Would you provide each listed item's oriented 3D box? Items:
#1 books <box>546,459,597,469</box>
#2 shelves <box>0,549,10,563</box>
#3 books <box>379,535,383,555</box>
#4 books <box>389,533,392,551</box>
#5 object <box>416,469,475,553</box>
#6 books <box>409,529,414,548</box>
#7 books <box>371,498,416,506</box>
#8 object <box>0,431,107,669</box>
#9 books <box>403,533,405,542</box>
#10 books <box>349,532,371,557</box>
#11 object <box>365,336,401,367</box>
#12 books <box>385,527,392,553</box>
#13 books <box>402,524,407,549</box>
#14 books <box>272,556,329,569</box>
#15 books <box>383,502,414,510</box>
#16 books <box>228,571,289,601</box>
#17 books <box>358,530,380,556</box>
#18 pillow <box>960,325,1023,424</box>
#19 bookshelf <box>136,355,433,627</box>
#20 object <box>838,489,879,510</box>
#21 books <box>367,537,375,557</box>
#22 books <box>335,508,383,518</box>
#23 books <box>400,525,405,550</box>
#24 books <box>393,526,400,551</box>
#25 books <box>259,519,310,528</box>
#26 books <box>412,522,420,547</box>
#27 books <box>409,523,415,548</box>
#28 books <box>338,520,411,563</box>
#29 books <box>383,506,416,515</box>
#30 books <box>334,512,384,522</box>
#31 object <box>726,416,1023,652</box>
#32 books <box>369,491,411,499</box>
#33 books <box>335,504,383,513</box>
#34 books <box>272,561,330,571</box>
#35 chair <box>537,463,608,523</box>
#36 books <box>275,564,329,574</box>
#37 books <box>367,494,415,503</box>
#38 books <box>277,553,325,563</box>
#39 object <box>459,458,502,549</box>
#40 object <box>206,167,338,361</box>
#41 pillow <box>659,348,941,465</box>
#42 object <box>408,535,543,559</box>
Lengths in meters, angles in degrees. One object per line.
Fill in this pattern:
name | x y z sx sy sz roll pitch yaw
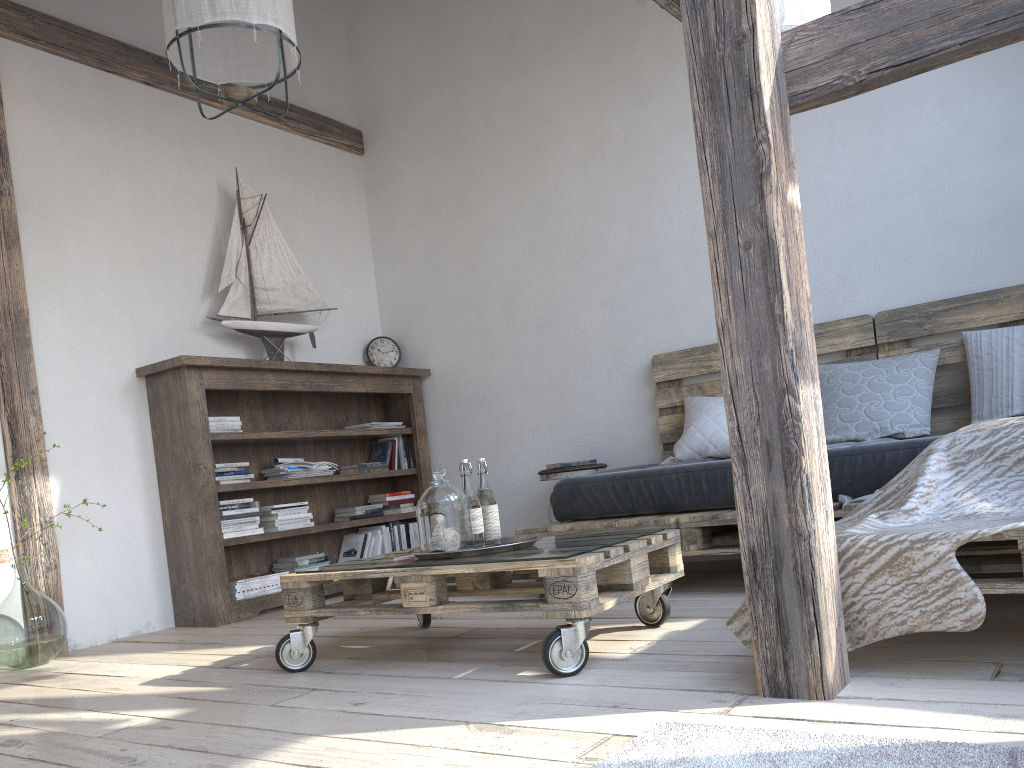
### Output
books | 0.290 0.393 4.311 0.203 0.021 0.151 -4 -7 -26
shelves | -2.328 0.817 2.601 0.333 0.449 1.597 -8 -5 35
books | -0.763 0.917 4.791 0.140 0.183 0.065 -8 -1 35
books | -0.717 0.918 4.858 0.140 0.185 0.018 -8 0 35
object | -0.197 0.367 2.525 0.156 0.247 0.156 -7 -1 3
books | -0.616 0.922 5.002 0.140 0.185 0.018 -8 0 35
books | -0.672 0.670 4.979 0.163 0.026 0.202 -12 -8 42
object | -1.821 0.508 3.400 0.276 1.119 0.513 -6 0 21
books | -0.667 0.906 4.956 0.158 0.220 0.017 -8 0 35
books | -0.842 0.909 4.747 0.158 0.205 0.107 -8 -1 35
object | -0.751 -0.172 5.126 0.204 0.209 0.082 -6 0 -19
books | -0.728 0.901 4.842 0.158 0.220 0.017 -8 0 35
books | -0.660 0.907 4.975 0.159 0.219 0.021 -8 0 35
books | -1.063 0.896 4.427 0.175 0.025 0.220 -10 -7 29
books | -0.680 0.695 4.973 0.206 0.021 0.150 -9 -7 24
books | -1.234 0.946 4.128 0.240 0.088 0.315 -10 -7 34
books | -0.788 0.902 4.765 0.158 0.212 0.090 -8 -1 35
pillow | 2.074 -0.083 3.066 0.384 0.398 0.977 -5 -5 -39
bookshelf | -1.007 0.507 4.495 0.350 1.172 1.618 -6 -3 35
object | 1.265 0.445 2.642 0.507 0.276 0.708 -8 -5 19
books | -0.807 0.919 4.738 0.140 0.175 0.094 -8 -1 35
books | -0.830 0.698 4.773 0.161 0.023 0.211 -11 -7 34
books | -0.665 0.903 4.933 0.158 0.220 0.017 -8 0 35
books | -0.693 0.903 4.903 0.159 0.219 0.021 -8 0 35
books | -1.127 0.687 4.321 0.158 0.017 0.219 -11 -7 34
books | -0.594 0.907 5.037 0.159 0.219 0.021 -8 0 35
books | -0.622 0.909 5.029 0.159 0.219 0.021 -8 0 35
books | -0.764 0.892 4.840 0.203 0.248 0.409 -8 -4 35
books | -0.668 0.720 4.975 0.220 0.030 0.161 -10 -7 28
books | -0.830 0.721 4.766 0.153 0.024 0.227 -12 -8 43
object | 1.037 0.303 1.858 1.004 0.473 0.818 -4 -5 -25
books | -0.694 0.630 5.000 0.144 0.019 0.201 -11 -7 34
books | -0.831 0.676 4.774 0.153 0.024 0.227 -10 -7 30
books | -1.060 0.915 4.427 0.175 0.013 0.229 -11 -8 38
chair | 0.327 0.664 4.337 0.356 0.520 0.352 -8 -2 38
books | -1.052 0.930 4.412 0.159 0.021 0.224 -11 -7 35
books | -0.684 0.647 4.975 0.159 0.021 0.218 -11 -8 38
books | -1.059 0.873 4.430 0.134 0.021 0.198 -11 -7 34
object | -0.104 0.359 2.660 0.072 0.267 0.153 -6 0 35
object | -1.206 -0.567 4.413 0.141 0.991 0.785 -6 -1 40
pillow | 1.163 0.103 3.673 1.139 0.354 0.349 -10 -4 35
object | -0.105 0.477 2.564 0.393 0.021 0.399 -2 -8 -35
